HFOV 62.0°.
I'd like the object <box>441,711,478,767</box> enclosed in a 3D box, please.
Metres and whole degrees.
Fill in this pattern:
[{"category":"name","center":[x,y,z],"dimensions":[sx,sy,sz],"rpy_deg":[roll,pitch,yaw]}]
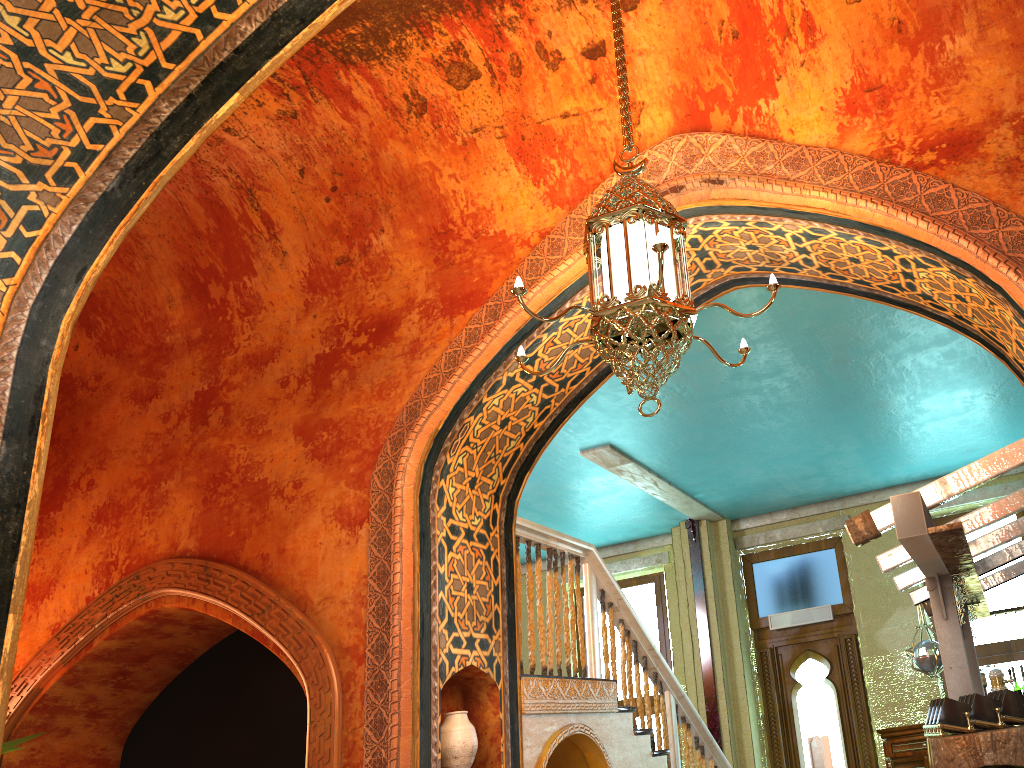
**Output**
[{"category":"object","center":[-0.334,2.171,5.116],"dimensions":[0.228,0.373,0.283],"rpy_deg":[-22,-27,38]}]

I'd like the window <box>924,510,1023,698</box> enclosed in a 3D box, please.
[{"category":"window","center":[6.321,3.313,11.151],"dimensions":[1.435,3.324,0.097],"rpy_deg":[-11,-21,18]}]

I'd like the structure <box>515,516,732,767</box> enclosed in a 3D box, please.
[{"category":"structure","center":[0.841,3.558,8.442],"dimensions":[1.674,3.056,6.477],"rpy_deg":[-14,-24,25]}]

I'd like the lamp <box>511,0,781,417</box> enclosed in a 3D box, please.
[{"category":"lamp","center":[0.554,-0.940,4.025],"dimensions":[1.202,2.299,1.236],"rpy_deg":[-13,-23,23]}]

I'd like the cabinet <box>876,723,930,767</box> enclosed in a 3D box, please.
[{"category":"cabinet","center":[5.196,4.875,10.513],"dimensions":[1.044,1.266,0.676],"rpy_deg":[-13,-23,20]}]

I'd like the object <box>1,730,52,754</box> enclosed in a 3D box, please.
[{"category":"object","center":[-3.518,2.970,5.090],"dimensions":[1.371,2.355,1.072],"rpy_deg":[13,-27,-38]}]

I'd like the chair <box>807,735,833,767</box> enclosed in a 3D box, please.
[{"category":"chair","center":[2.370,3.037,5.731],"dimensions":[0.503,1.299,0.513],"rpy_deg":[-3,-20,-1]}]

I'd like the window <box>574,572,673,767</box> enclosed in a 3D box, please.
[{"category":"window","center":[1.678,4.588,12.577],"dimensions":[1.435,3.324,0.097],"rpy_deg":[-11,-21,18]}]
